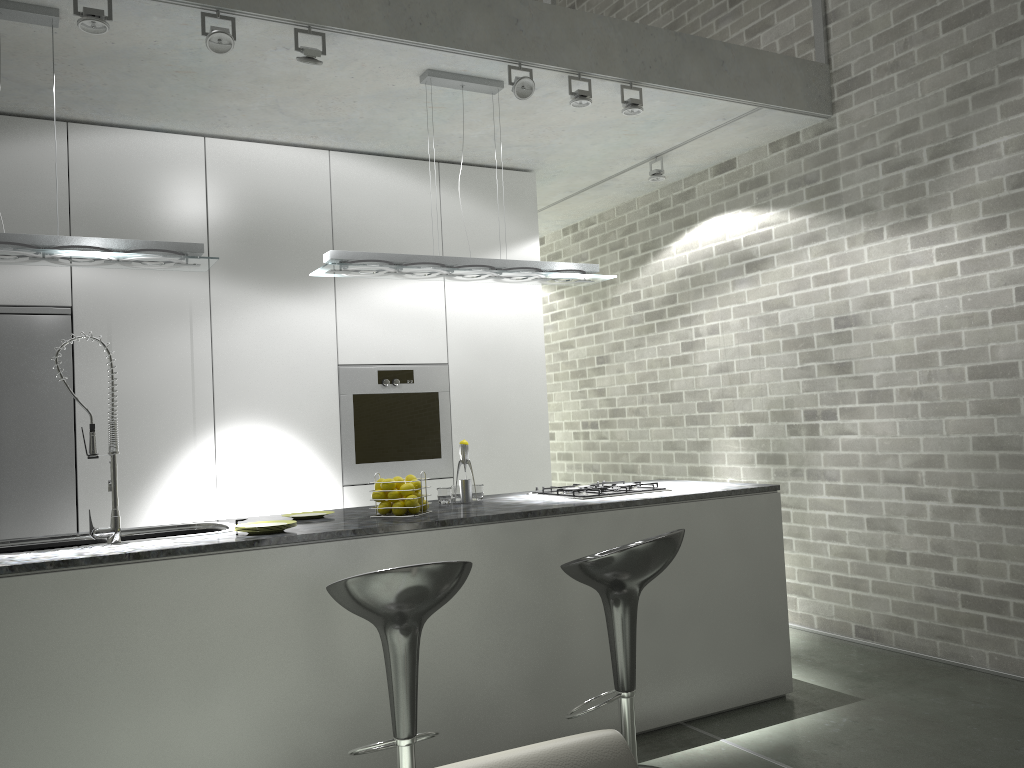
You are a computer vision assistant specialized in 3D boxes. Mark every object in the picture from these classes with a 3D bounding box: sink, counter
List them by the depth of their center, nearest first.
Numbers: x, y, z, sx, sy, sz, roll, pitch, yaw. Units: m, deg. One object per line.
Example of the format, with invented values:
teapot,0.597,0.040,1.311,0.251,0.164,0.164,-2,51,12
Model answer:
sink,-1.531,0.342,3.282,0.987,1.023,0.546,-1,-3,-29
counter,-0.861,1.027,3.470,4.400,0.960,0.900,-1,-3,-29

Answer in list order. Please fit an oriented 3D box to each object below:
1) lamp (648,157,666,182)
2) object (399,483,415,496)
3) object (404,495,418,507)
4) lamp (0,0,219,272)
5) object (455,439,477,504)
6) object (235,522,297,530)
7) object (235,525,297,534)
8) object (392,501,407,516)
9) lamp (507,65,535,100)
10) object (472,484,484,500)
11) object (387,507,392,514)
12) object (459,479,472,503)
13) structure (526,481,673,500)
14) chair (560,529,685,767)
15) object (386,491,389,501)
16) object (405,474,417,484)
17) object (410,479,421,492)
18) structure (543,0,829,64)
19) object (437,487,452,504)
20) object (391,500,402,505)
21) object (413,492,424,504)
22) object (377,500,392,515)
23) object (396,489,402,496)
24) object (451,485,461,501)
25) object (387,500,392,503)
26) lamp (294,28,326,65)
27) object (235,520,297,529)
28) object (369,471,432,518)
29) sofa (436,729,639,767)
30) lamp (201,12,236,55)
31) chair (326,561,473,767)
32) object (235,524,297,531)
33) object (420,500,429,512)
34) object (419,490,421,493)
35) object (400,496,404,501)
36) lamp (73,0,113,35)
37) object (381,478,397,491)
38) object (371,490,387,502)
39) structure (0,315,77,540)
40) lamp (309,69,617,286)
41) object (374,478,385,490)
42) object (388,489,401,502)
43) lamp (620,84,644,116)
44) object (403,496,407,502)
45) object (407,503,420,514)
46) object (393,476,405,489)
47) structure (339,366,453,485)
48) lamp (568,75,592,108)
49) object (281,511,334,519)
lamp,0.928,-1.378,5.699,0.109,0.132,0.109,-4,-3,13
object,-0.420,0.424,3.555,0.061,0.052,0.053,-2,-3,-26
object,-0.401,0.468,3.532,0.052,0.054,0.061,-4,-3,28
lamp,-1.912,-0.950,3.322,1.490,0.964,0.290,-1,-3,-29
object,-0.212,0.396,4.041,0.101,0.288,0.088,-3,-3,1
object,-0.888,0.517,3.201,0.216,0.017,0.217,-3,-3,4
object,-0.887,0.526,3.200,0.216,0.017,0.217,-3,-3,4
object,-0.451,0.499,3.554,0.064,0.063,0.074,-2,-3,-18
lamp,0.049,-1.398,4.107,0.131,0.154,0.098,-1,-3,-29
object,-0.163,0.508,4.154,0.064,0.070,0.063,-2,-3,-21
object,-0.515,0.505,3.617,0.061,0.053,0.053,-3,-3,4
object,-0.208,0.486,4.022,0.060,0.106,0.060,-1,-3,-35
structure,0.406,0.498,4.200,0.500,0.038,0.500,-1,-3,-29
chair,0.402,0.982,3.127,0.464,0.931,0.457,-5,-4,42
object,-0.494,0.449,3.610,0.064,0.053,0.051,-1,-3,-36
object,-0.417,0.404,3.670,0.050,0.060,0.059,-1,-3,-39
object,-0.392,0.413,3.607,0.051,0.053,0.063,-2,-3,-26
structure,-0.650,-2.239,3.813,5.560,0.972,0.070,-1,-3,-29
object,-0.309,0.511,4.069,0.063,0.070,0.064,-3,-3,9
object,-0.461,0.495,3.596,0.057,0.060,0.052,-1,-3,-33
object,-0.386,0.463,3.600,0.051,0.055,0.061,-4,-3,30
object,-0.512,0.496,3.560,0.060,0.057,0.052,-1,-3,-37
object,-0.449,0.435,3.649,0.055,0.051,0.061,0,-4,-44
object,-0.251,0.514,4.185,0.063,0.070,0.064,-3,-3,9
object,-0.505,0.507,3.677,0.053,0.053,0.061,-3,-3,6
lamp,-0.834,-1.377,3.652,0.115,0.151,0.115,-4,-3,14
object,-0.888,0.512,3.201,0.216,0.017,0.217,-3,-3,4
object,-0.453,0.445,3.613,0.207,0.174,0.189,-4,-3,16
sofa,-0.382,1.028,0.992,2.114,0.717,0.902,-1,-3,-29
lamp,-1.141,-1.371,3.459,0.115,0.151,0.115,-4,-3,14
chair,-0.332,1.002,2.762,0.457,0.931,0.464,-2,-3,-15
object,-0.888,0.521,3.200,0.216,0.017,0.217,-3,-3,4
object,-0.368,0.501,3.654,0.053,0.052,0.062,-3,-3,1
object,-0.396,0.452,3.659,0.053,0.054,0.061,-3,-3,7
object,-0.456,0.484,3.678,0.052,0.053,0.062,-3,-3,-2
lamp,-1.536,-1.368,3.251,0.109,0.136,0.109,-4,-3,13
object,-0.495,0.405,3.558,0.063,0.051,0.053,-3,-3,9
object,-0.533,0.450,3.567,0.063,0.051,0.053,-4,-3,20
structure,-2.514,0.616,4.268,0.743,1.900,0.160,-1,-3,-29
lamp,-0.216,-0.991,4.255,1.490,0.964,0.290,-1,-3,-29
object,-0.530,0.412,3.598,0.057,0.060,0.052,-5,-3,39
object,-0.472,0.449,3.558,0.052,0.053,0.062,-4,-3,23
lamp,0.599,-1.420,4.430,0.109,0.135,0.109,-4,-3,19
object,-0.417,0.461,3.600,0.051,0.053,0.062,-1,-3,-31
object,-0.395,0.498,3.571,0.051,0.053,0.063,-1,-3,-31
object,-0.463,0.402,3.609,0.051,0.053,0.063,-1,-3,-37
structure,-0.676,0.234,5.275,0.692,0.680,0.036,-1,-3,-29
lamp,0.329,-1.414,4.281,0.109,0.135,0.109,-4,-3,19
object,-0.846,0.547,3.685,0.216,0.017,0.217,-3,-3,-3
